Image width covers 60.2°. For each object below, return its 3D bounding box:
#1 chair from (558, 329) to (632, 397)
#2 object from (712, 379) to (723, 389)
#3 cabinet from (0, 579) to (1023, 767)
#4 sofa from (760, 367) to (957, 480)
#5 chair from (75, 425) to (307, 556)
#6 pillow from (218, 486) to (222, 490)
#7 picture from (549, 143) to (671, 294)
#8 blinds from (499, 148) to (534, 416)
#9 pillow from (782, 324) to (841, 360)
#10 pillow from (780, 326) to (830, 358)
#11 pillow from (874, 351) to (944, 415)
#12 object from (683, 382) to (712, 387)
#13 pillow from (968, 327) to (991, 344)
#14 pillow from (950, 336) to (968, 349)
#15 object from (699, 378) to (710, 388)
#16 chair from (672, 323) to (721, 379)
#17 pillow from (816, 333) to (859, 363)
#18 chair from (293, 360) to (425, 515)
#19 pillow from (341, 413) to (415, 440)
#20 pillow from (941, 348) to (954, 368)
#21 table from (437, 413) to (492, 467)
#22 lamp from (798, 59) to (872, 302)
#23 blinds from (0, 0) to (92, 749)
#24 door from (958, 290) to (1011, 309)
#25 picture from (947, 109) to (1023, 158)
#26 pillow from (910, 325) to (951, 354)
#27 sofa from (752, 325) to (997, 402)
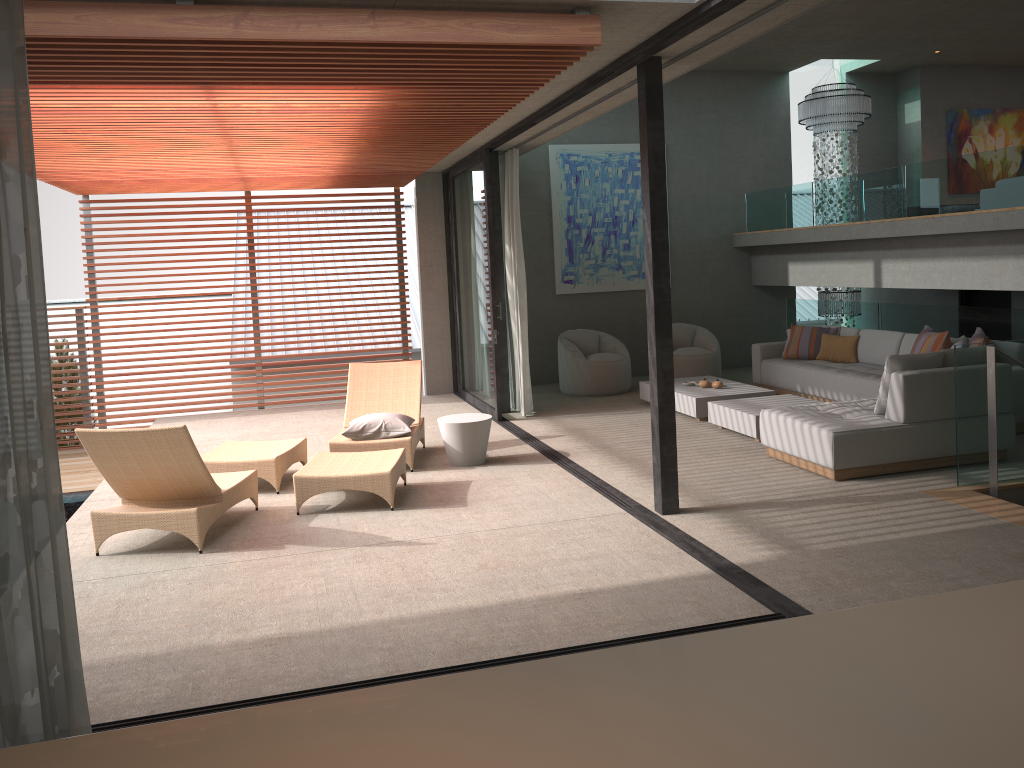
[{"bbox_3d":[1.053,-0.293,11.294,0.923,0.784,0.926,-4,6,-10],"label":"chair"},{"bbox_3d":[2.188,-0.002,9.409,0.119,0.105,0.120,-1,6,20],"label":"object"},{"bbox_3d":[0.199,1.032,1.374,4.126,0.895,0.804,-5,5,-14],"label":"cabinet"},{"bbox_3d":[2.916,0.213,6.970,1.598,0.729,1.018,-5,6,-14],"label":"sofa"},{"bbox_3d":[-2.204,0.514,6.481,0.700,0.822,2.312,-2,7,5],"label":"chair"},{"bbox_3d":[-2.260,0.550,5.715,0.608,0.425,0.430,-2,5,4],"label":"pillow"},{"bbox_3d":[1.388,-2.323,12.361,1.722,2.040,0.030,-4,3,-15],"label":"picture"},{"bbox_3d":[-0.170,-1.243,10.752,0.223,2.909,2.437,-4,5,-14],"label":"blinds"},{"bbox_3d":[3.518,-0.483,10.377,0.655,0.440,0.342,1,6,29],"label":"pillow"},{"bbox_3d":[3.528,-0.468,10.575,0.618,0.418,0.313,0,5,22],"label":"pillow"},{"bbox_3d":[3.025,-0.001,6.737,0.493,0.481,0.267,-4,4,-14],"label":"pillow"},{"bbox_3d":[2.075,0.005,9.650,0.437,0.039,0.156,2,9,31],"label":"object"},{"bbox_3d":[4.192,-0.232,7.963,0.279,0.502,0.701,-1,6,29],"label":"pillow"},{"bbox_3d":[4.131,-0.230,8.256,0.239,0.403,0.598,0,7,29],"label":"pillow"},{"bbox_3d":[2.075,-0.011,9.514,0.119,0.105,0.120,-4,6,-10],"label":"object"},{"bbox_3d":[2.246,-0.379,11.507,0.921,0.784,0.927,-2,6,10],"label":"chair"},{"bbox_3d":[3.727,-0.406,10.074,0.463,0.323,0.227,2,7,38],"label":"pillow"},{"bbox_3d":[-1.192,0.349,7.340,0.700,0.822,2.311,-3,7,1],"label":"chair"},{"bbox_3d":[-1.153,0.358,7.679,0.595,0.193,0.598,-3,7,-3],"label":"pillow"},{"bbox_3d":[3.490,-0.051,6.855,0.493,0.496,0.239,-4,4,-14],"label":"pillow"},{"bbox_3d":[-0.397,0.487,7.644,0.477,0.391,0.476,-6,7,-33],"label":"table"},{"bbox_3d":[4.722,-2.753,12.854,1.003,3.921,1.001,-5,4,-34],"label":"lamp"},{"bbox_3d":[-1.972,-0.100,2.970,0.886,2.921,0.230,-4,3,-18],"label":"blinds"},{"bbox_3d":[2.068,0.283,4.094,15.401,4.452,5.784,-9,9,-42],"label":"door"},{"bbox_3d":[7.329,-3.520,13.341,1.753,1.245,0.030,-4,3,-14],"label":"picture"},{"bbox_3d":[4.022,-0.292,8.560,0.311,0.492,0.742,-2,6,9],"label":"pillow"},{"bbox_3d":[3.843,-0.147,9.223,1.050,0.749,3.479,-4,8,-14],"label":"sofa"}]
